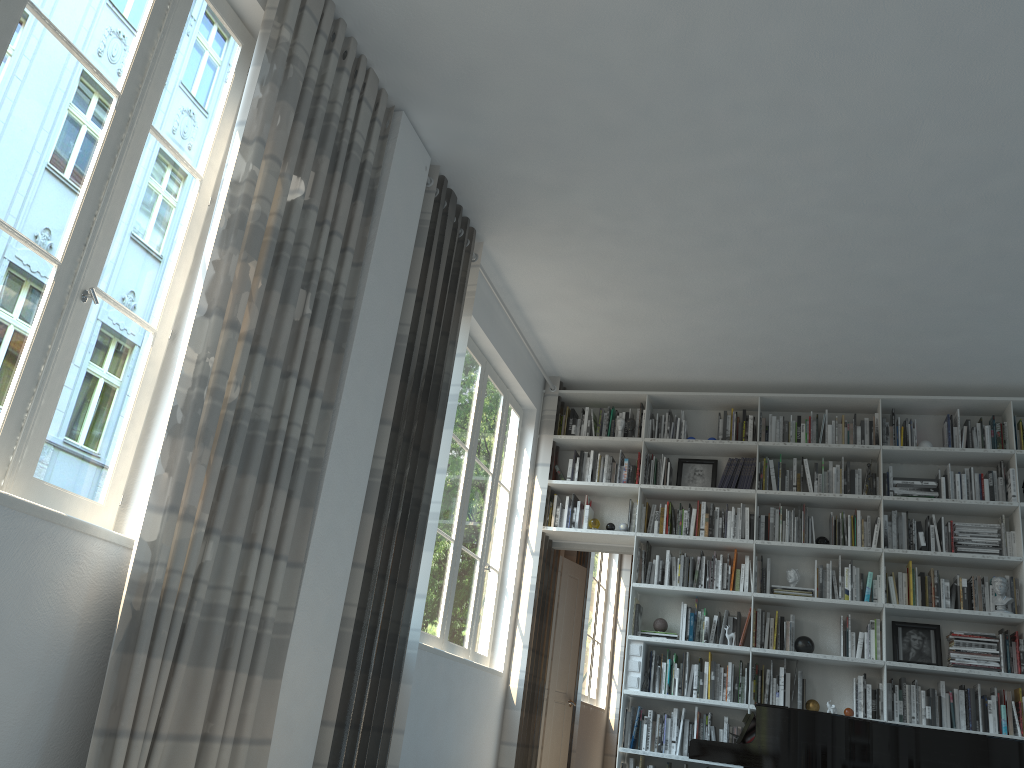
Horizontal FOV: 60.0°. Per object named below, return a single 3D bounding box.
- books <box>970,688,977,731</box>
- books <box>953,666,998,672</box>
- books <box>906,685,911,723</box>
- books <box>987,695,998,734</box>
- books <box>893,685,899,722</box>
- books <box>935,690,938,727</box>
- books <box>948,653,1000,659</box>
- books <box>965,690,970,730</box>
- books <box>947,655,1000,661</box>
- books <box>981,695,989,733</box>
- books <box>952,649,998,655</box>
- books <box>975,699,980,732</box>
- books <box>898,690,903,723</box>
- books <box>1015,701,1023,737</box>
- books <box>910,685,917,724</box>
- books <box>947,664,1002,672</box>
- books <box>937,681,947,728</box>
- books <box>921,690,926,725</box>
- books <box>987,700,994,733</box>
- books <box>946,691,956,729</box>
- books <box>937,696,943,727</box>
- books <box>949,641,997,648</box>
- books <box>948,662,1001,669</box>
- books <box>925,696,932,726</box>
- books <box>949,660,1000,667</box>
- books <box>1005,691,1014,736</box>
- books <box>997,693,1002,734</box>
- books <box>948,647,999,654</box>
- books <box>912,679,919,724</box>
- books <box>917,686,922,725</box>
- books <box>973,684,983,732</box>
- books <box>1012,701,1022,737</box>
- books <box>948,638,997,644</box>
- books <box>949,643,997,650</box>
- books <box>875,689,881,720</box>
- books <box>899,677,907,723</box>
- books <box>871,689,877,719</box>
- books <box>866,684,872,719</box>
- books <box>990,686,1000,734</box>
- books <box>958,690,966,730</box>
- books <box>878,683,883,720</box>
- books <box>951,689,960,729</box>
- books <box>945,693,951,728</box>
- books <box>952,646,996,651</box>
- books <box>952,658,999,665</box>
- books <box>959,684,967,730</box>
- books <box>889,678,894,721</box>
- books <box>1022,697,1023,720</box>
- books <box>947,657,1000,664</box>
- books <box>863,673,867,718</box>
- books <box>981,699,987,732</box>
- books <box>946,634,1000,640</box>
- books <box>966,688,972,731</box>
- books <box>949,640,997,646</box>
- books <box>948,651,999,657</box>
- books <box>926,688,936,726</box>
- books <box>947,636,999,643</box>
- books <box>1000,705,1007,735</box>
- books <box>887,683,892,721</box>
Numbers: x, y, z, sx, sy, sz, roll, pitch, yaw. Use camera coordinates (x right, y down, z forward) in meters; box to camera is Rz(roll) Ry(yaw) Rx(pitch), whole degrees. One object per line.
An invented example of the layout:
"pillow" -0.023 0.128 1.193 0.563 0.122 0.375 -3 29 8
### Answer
"books" 2.930 2.087 5.659 0.028 0.263 0.162 1 -22 18
"books" 2.995 1.860 5.752 0.254 0.012 0.161 0 -23 19
"books" 2.581 2.098 5.788 0.024 0.246 0.132 1 -22 18
"books" 3.042 2.103 5.618 0.023 0.233 0.175 1 -22 18
"books" 2.501 2.094 5.788 0.027 0.233 0.168 1 -22 18
"books" 2.729 2.104 5.726 0.013 0.229 0.139 1 -22 18
"books" 3.006 1.784 5.782 0.285 0.012 0.160 0 -23 19
"books" 2.906 2.099 5.682 0.011 0.250 0.159 1 -22 18
"books" 3.005 1.796 5.780 0.285 0.012 0.160 0 -23 19
"books" 3.006 2.106 5.642 0.014 0.234 0.155 1 -22 18
"books" 3.008 1.759 5.785 0.254 0.012 0.161 3 -22 13
"books" 2.953 2.121 5.654 0.021 0.202 0.129 1 -22 18
"books" 2.527 2.111 5.787 0.024 0.207 0.170 1 -22 18
"books" 3.181 2.112 5.568 0.011 0.215 0.167 1 -22 18
"books" 2.600 2.093 5.764 0.027 0.244 0.180 1 -22 18
"books" 2.995 1.846 5.750 0.285 0.012 0.160 3 -22 13
"books" 2.774 2.076 5.724 0.026 0.290 0.152 1 -22 18
"books" 2.653 2.104 5.735 0.023 0.216 0.175 1 -22 18
"books" 3.018 2.116 5.620 0.023 0.203 0.168 1 -22 18
"books" 2.821 2.103 5.700 0.031 0.236 0.159 1 -22 18
"books" 2.741 2.115 5.703 0.023 0.195 0.165 1 -22 18
"books" 3.015 1.715 5.804 0.254 0.012 0.161 2 -22 14
"books" 2.999 1.839 5.763 0.285 0.012 0.160 1 -22 17
"books" 2.674 2.118 5.717 0.029 0.183 0.175 1 -22 18
"books" 2.998 1.824 5.759 0.285 0.012 0.160 -1 -23 22
"books" 3.129 2.089 5.605 0.026 0.271 0.175 1 -22 18
"books" 3.080 2.101 5.629 0.014 0.255 0.145 1 -22 18
"books" 3.009 1.748 5.788 0.285 0.012 0.160 -1 -23 22
"books" 2.621 2.075 5.762 0.013 0.281 0.167 1 -22 18
"books" 2.640 2.100 5.766 0.021 0.243 0.142 1 -22 18
"books" 2.972 2.074 5.657 0.012 0.295 0.178 1 -22 18
"books" 3.155 2.113 5.574 0.042 0.211 0.170 1 -22 18
"books" 3.018 1.692 5.813 0.254 0.012 0.161 2 -22 14
"books" 3.013 1.727 5.802 0.254 0.012 0.161 2 -22 15
"books" 2.402 2.114 5.827 0.024 0.200 0.159 1 -22 18
"books" 2.561 2.080 5.809 0.027 0.289 0.141 1 -22 18
"books" 2.379 2.121 5.846 0.031 0.194 0.142 1 -22 18
"books" 2.347 2.101 5.842 0.029 0.220 0.153 1 -22 18
"books" 3.067 2.080 5.633 0.014 0.292 0.138 1 -22 18
"books" 2.869 2.095 5.675 0.026 0.244 0.192 1 -22 18
"books" 2.432 2.105 5.851 0.019 0.241 0.108 1 -22 18
"books" 2.853 2.101 5.708 0.025 0.253 0.137 1 -22 18
"books" 2.797 2.113 5.712 0.025 0.219 0.140 1 -22 18
"books" 3.012 1.738 5.797 0.254 0.012 0.161 0 -23 20
"books" 3.000 1.814 5.764 0.254 0.012 0.161 3 -22 13
"books" 2.898 2.086 5.697 0.014 0.285 0.135 1 -22 18
"books" 2.488 2.079 5.811 0.011 0.274 0.146 1 -22 18
"books" 3.213 2.096 5.558 0.033 0.245 0.177 1 -22 18
"books" 3.004 1.807 5.778 0.285 0.012 0.160 1 -23 18
"books" 2.334 2.072 5.868 0.014 0.289 0.132 1 -22 18
"books" 2.983 2.115 5.633 0.024 0.206 0.184 1 -22 18
"books" 3.020 1.669 5.819 0.285 0.012 0.160 3 -22 13
"books" 2.913 2.091 5.671 0.010 0.260 0.182 1 -22 18
"books" 3.017 1.705 5.810 0.254 0.012 0.161 2 -22 15
"books" 3.006 1.770 5.780 0.285 0.012 0.160 -1 -23 22
"books" 2.707 2.096 5.725 0.029 0.237 0.166 1 -22 18
"books" 3.020 1.683 5.821 0.285 0.012 0.160 0 -23 19
"books" 3.087 2.125 5.589 0.023 0.182 0.169 1 -22 18
"books" 2.469 2.096 5.818 0.029 0.243 0.154 1 -22 18
